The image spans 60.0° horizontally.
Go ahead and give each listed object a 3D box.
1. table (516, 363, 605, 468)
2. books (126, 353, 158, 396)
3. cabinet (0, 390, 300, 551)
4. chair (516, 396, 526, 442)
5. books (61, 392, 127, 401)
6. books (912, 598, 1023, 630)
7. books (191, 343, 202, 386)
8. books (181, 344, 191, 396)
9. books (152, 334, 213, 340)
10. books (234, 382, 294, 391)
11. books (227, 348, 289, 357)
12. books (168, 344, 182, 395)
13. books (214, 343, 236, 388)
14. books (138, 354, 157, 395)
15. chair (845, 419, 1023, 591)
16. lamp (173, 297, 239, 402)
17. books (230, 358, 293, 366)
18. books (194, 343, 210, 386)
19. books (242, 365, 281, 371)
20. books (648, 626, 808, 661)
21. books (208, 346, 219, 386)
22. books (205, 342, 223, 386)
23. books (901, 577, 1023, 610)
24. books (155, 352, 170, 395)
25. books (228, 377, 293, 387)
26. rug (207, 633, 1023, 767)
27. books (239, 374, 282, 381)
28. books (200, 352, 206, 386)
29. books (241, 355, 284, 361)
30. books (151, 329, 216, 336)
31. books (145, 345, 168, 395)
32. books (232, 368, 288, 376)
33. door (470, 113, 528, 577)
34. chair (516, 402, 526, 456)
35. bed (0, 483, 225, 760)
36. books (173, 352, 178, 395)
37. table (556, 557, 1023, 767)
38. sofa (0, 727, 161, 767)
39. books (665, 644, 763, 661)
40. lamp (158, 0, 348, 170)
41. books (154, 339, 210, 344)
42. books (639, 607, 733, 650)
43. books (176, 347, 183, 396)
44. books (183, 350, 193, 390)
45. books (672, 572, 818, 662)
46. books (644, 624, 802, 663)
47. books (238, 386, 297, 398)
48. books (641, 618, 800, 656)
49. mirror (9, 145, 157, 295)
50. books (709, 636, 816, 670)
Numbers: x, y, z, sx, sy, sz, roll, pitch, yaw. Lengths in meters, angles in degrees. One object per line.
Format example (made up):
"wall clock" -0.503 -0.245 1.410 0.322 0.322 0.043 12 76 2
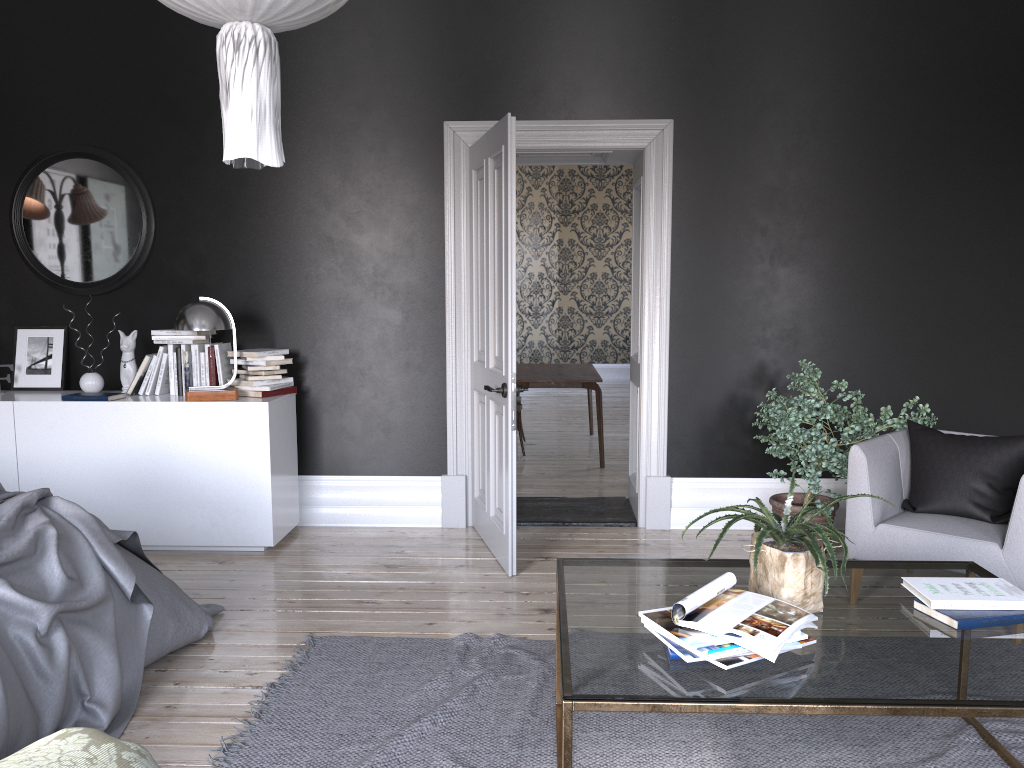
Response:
"table" 0.404 0.251 8.455 0.850 0.757 1.791 0 6 2
"books" -2.231 -0.062 5.401 0.158 0.247 0.202 0 7 2
"cabinet" -2.562 0.509 5.382 2.396 0.884 0.569 0 7 2
"chair" -0.163 0.120 8.795 0.550 0.925 0.438 5 9 39
"books" -2.424 0.073 5.150 0.289 0.030 0.192 1 6 8
"books" 1.347 0.654 2.569 0.289 0.030 0.192 -2 6 -14
"books" -1.907 -0.096 5.441 0.030 0.307 0.220 0 7 2
"books" -1.959 -0.093 5.415 0.024 0.308 0.219 0 7 2
"books" -2.002 -0.286 5.394 0.307 0.024 0.219 -1 6 -8
"books" -1.503 0.011 5.387 0.228 0.025 0.318 1 6 12
"books" -1.534 -0.189 5.365 0.220 0.030 0.306 2 6 22
"books" -2.047 -0.096 5.446 0.030 0.307 0.220 0 7 2
"books" -1.746 -0.093 5.408 0.050 0.309 0.219 0 7 2
"books" -2.189 -0.063 5.429 0.132 0.245 0.195 0 7 2
"chair" 2.098 0.641 4.139 0.818 0.865 0.769 6 9 42
"lamp" -1.761 -0.204 5.096 0.340 0.592 0.328 -2 7 -18
"books" -1.523 -0.138 5.391 0.306 0.030 0.220 4 7 32
"books" -1.881 -0.093 5.413 0.024 0.308 0.219 0 7 2
"books" -1.528 -0.108 5.389 0.193 0.030 0.289 -3 6 -24
"books" 0.560 0.644 2.314 0.318 0.011 0.252 -3 7 -26
"books" -1.788 -0.088 5.412 0.038 0.296 0.235 0 7 2
"books" -1.823 -0.096 5.438 0.030 0.307 0.220 0 7 2
"books" 1.354 0.620 2.631 0.307 0.024 0.219 0 6 2
"books" -2.108 -0.069 5.426 0.091 0.257 0.195 0 7 2
"books" -1.530 -0.018 5.393 0.229 0.031 0.317 4 7 32
"rug" 0.820 1.197 2.786 3.644 0.050 2.101 0 6 3
"books" -1.533 -0.049 5.399 0.203 0.029 0.268 -3 7 -28
"books" -1.852 -0.070 5.416 0.026 0.259 0.195 0 7 2
"books" -1.525 -0.167 5.408 0.220 0.024 0.307 -3 6 -23
"books" -2.002 -0.317 5.417 0.306 0.030 0.220 1 6 12
"books" -2.141 -0.089 5.423 0.126 0.297 0.219 0 7 2
"books" -1.539 -0.079 5.403 0.289 0.030 0.192 4 7 33
"door" -0.103 -0.218 5.070 0.216 2.380 1.095 -1 7 -10
"chair" -0.177 0.178 8.120 0.540 0.951 0.419 -2 7 -18
"bed" -2.787 0.578 2.693 3.283 1.301 2.759 -1 6 -9
"books" -2.015 -0.070 5.422 0.026 0.259 0.195 0 7 2
"table" 0.861 0.947 2.602 1.449 0.559 1.090 0 6 2
"sofa" 0.663 0.904 0.400 2.813 1.163 1.602 0 6 3
"books" 0.521 0.682 2.322 0.231 0.023 0.162 0 6 3
"lamp" -0.750 -1.637 2.424 0.781 2.053 0.783 -7 10 -44
"books" -2.008 -0.261 5.398 0.258 0.026 0.195 1 6 12
"books" 0.534 0.622 2.320 0.318 0.011 0.252 -2 6 -21
"books" -1.988 -0.083 5.394 0.030 0.290 0.192 0 7 2
"books" -1.935 -0.069 5.378 0.029 0.270 0.204 0 7 2
"books" 0.614 0.608 2.324 0.272 0.109 0.321 4 8 37
"books" 0.544 0.655 2.314 0.318 0.011 0.252 -2 6 -16
"books" -1.497 0.043 5.383 0.234 0.038 0.294 3 7 29
"books" 0.542 0.633 2.320 0.318 0.011 0.252 -3 7 -26
"mirror" -2.688 -1.018 5.540 0.924 0.926 0.061 0 7 2
"books" 0.587 0.664 2.323 0.318 0.011 0.252 -4 7 -31
